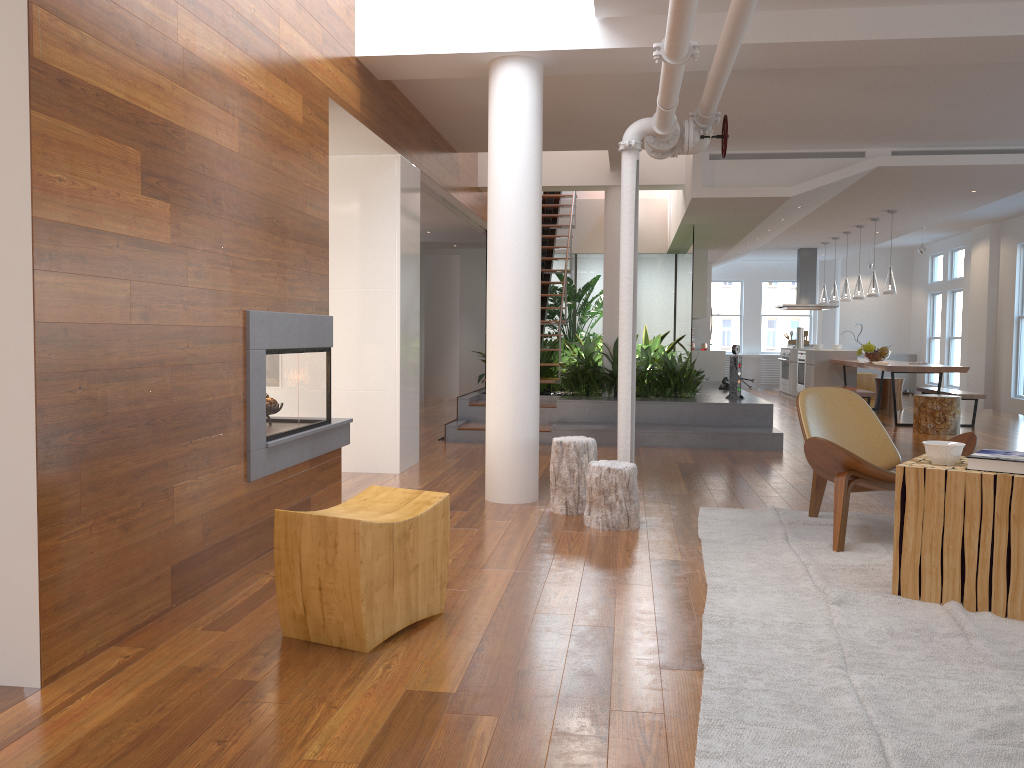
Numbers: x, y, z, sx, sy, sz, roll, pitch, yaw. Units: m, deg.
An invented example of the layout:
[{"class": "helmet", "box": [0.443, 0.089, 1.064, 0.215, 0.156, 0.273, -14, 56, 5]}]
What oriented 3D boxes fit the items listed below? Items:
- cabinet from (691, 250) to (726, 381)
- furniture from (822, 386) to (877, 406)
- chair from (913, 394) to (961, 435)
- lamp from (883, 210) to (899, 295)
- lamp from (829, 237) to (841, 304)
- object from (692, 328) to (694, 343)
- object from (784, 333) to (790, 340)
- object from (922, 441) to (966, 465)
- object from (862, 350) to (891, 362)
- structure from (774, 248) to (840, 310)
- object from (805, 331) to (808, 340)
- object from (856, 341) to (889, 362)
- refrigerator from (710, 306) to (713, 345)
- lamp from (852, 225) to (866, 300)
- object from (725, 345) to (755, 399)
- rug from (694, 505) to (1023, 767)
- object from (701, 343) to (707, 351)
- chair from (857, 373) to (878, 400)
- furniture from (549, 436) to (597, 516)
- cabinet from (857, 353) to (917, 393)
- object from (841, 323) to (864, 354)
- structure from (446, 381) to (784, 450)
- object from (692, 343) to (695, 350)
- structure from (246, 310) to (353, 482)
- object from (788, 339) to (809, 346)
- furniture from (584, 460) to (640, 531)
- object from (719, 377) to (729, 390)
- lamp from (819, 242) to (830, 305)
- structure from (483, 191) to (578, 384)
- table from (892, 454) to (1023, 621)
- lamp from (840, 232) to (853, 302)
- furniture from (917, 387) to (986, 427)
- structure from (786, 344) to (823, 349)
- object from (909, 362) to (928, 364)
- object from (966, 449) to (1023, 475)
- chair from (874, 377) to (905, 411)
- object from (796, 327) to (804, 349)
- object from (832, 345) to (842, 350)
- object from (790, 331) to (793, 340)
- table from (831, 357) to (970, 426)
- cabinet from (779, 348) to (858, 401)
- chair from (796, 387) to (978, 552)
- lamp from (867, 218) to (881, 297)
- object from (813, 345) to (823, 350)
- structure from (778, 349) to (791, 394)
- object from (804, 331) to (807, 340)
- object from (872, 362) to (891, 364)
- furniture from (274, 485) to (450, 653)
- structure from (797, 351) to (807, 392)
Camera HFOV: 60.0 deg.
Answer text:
[{"class": "cabinet", "box": [3.052, -0.915, 15.085, 0.676, 2.280, 4.565, 1, 3, 7]}, {"class": "furniture", "box": [4.143, 0.254, 10.972, 0.316, 0.389, 1.433, 1, 3, 7]}, {"class": "chair", "box": [4.582, 0.326, 9.565, 0.460, 0.400, 0.460, 2, 3, 17]}, {"class": "lamp", "box": [4.502, -1.595, 10.528, 0.160, 1.060, 0.160, 3, 4, 34]}, {"class": "lamp", "box": [4.880, -1.747, 13.392, 0.160, 1.060, 0.160, 3, 4, 34]}, {"class": "object", "box": [2.878, -0.753, 14.662, 0.267, 0.356, 0.266, 3, 4, 33]}, {"class": "object", "box": [4.891, -0.775, 15.640, 0.199, 0.259, 0.016, 2, 3, 18]}, {"class": "object", "box": [1.683, 0.271, 3.461, 0.152, 0.082, 0.152, -1, 4, -32]}, {"class": "object", "box": [4.866, -0.370, 11.842, 0.360, 0.159, 0.360, -1, 4, -29]}, {"class": "structure", "box": [5.010, -1.969, 15.075, 0.909, 1.405, 0.900, 1, 3, 7]}, {"class": "object", "box": [5.180, -0.786, 15.604, 0.057, 0.294, 0.030, 1, 3, 7]}, {"class": "object", "box": [4.844, -0.434, 11.856, 0.394, 0.284, 0.292, -1, 4, -28]}, {"class": "refrigerator", "box": [3.201, -0.738, 15.825, 0.725, 1.772, 0.908, 1, 3, 7]}, {"class": "lamp", "box": [4.691, -1.671, 11.960, 0.160, 1.060, 0.160, 3, 4, 34]}, {"class": "object", "box": [2.382, -0.124, 9.198, 0.318, 0.565, 0.134, 4, 4, 44]}, {"class": "rug", "box": [2.457, 0.825, 3.195, 3.525, 0.057, 3.478, 1, 3, 12]}, {"class": "object", "box": [2.826, -0.546, 13.047, 0.094, 0.106, 0.094, 1, 3, 13]}, {"class": "chair", "box": [5.889, 0.036, 14.862, 0.344, 0.430, 0.549, 1, 3, 11]}, {"class": "furniture", "box": [0.365, 0.521, 5.088, 0.290, 0.418, 0.298, -1, 4, -30]}, {"class": "cabinet", "box": [6.866, -0.208, 16.701, 1.309, 0.725, 0.420, 1, 3, 7]}, {"class": "object", "box": [6.486, -0.856, 16.673, 0.590, 0.563, 0.210, -1, 3, -21]}, {"class": "structure", "box": [1.271, 0.243, 10.920, 3.088, 0.386, 5.584, 1, 3, 7]}, {"class": "object", "box": [2.652, -0.551, 13.117, 0.094, 0.106, 0.094, 1, 3, 13]}, {"class": "structure", "box": [-1.433, 0.011, 4.527, 0.844, 0.737, 1.382, 1, 3, 7]}, {"class": "object", "box": [5.043, -0.710, 15.616, 0.353, 0.157, 0.084, 1, 3, 7]}, {"class": "furniture", "box": [0.537, 0.585, 4.712, 0.294, 0.333, 0.292, -1, 3, -22]}, {"class": "object", "box": [2.620, -0.013, 10.906, 0.216, 0.155, 0.181, -1, 4, -28]}, {"class": "lamp", "box": [4.974, -1.785, 14.107, 0.160, 1.060, 0.160, 3, 4, 34]}, {"class": "structure", "box": [1.168, -1.878, 11.490, 2.552, 4.265, 4.591, 1, 3, 7]}, {"class": "table", "box": [1.834, 0.581, 3.437, 0.548, 0.534, 0.489, 3, 4, 38]}, {"class": "lamp", "box": [4.785, -1.709, 12.676, 0.160, 1.060, 0.160, 3, 4, 34]}, {"class": "furniture", "box": [5.326, 0.274, 10.817, 0.316, 0.389, 1.433, 1, 3, 7]}, {"class": "structure", "box": [4.998, -0.642, 15.175, 0.520, 0.073, 0.650, 1, 3, 7]}, {"class": "object", "box": [4.955, -0.250, 10.804, 0.222, 0.020, 0.222, 1, 3, -1]}, {"class": "object", "box": [1.904, 0.296, 3.349, 0.279, 0.048, 0.334, 3, 4, 38]}, {"class": "chair", "box": [5.395, 0.142, 12.696, 0.396, 0.455, 0.402, 0, 3, -3]}, {"class": "object", "box": [4.798, -0.762, 14.733, 0.172, 0.356, 0.120, -2, 4, -34]}, {"class": "object", "box": [4.834, -0.540, 13.183, 0.152, 0.082, 0.152, -1, 4, -32]}, {"class": "object", "box": [4.928, -0.792, 15.637, 0.055, 0.299, 0.027, 1, 3, 7]}, {"class": "table", "box": [5.021, -0.001, 12.867, 0.893, 0.704, 5.996, 1, 3, 7]}, {"class": "cabinet", "box": [4.872, -0.143, 14.289, 0.597, 0.832, 2.936, 1, 3, 7]}, {"class": "chair", "box": [1.895, 0.415, 4.486, 0.856, 0.752, 0.867, 1, 3, 13]}, {"class": "lamp", "box": [4.597, -1.633, 11.244, 0.160, 1.060, 0.160, 3, 4, 34]}, {"class": "object", "box": [4.603, -0.551, 13.338, 0.152, 0.082, 0.152, -2, 4, -43]}, {"class": "structure", "box": [4.951, -0.217, 15.192, 0.649, 0.735, 0.890, 1, 3, 7]}, {"class": "object", "box": [5.141, -0.786, 15.592, 0.068, 0.298, 0.039, 1, 3, 7]}, {"class": "object", "box": [4.543, -0.259, 10.906, 0.222, 0.020, 0.222, -2, 4, -42]}, {"class": "furniture", "box": [-0.501, 0.615, 3.053, 0.344, 0.430, 0.549, 2, 3, 26]}, {"class": "structure", "box": [4.522, -0.190, 13.825, 0.072, 0.648, 0.644, 1, 3, 7]}]
